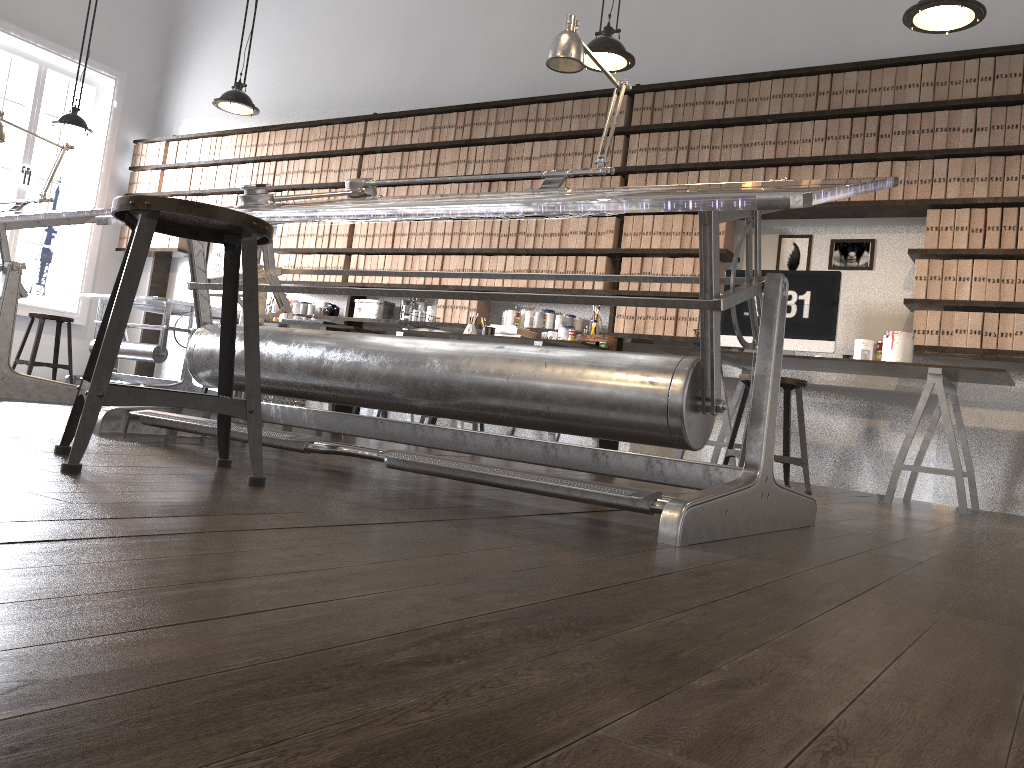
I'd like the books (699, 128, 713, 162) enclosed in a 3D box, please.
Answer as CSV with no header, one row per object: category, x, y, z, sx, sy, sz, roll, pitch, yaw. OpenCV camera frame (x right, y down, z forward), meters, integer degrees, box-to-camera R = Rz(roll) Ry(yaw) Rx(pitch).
books,1.249,-1.474,5.592,0.067,0.226,0.173,4,-5,33

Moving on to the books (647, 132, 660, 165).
books,0.955,-1.504,5.780,0.067,0.227,0.173,4,-5,33

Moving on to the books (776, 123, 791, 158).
books,1.654,-1.434,5.334,0.067,0.226,0.173,4,-5,33

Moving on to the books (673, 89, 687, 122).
books,1.114,-1.767,5.731,0.067,0.226,0.173,4,-5,33

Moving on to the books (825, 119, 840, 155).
books,1.890,-1.410,5.175,0.067,0.227,0.173,4,-5,33

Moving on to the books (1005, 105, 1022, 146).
books,2.657,-1.333,4.687,0.067,0.226,0.173,4,-5,33

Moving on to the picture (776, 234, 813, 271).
picture,1.713,-0.767,5.384,0.202,0.286,0.022,4,-5,32

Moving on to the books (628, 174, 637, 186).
books,0.822,-1.247,5.827,0.067,0.226,0.173,4,-5,33

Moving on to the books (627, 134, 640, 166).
books,0.836,-1.516,5.861,0.067,0.226,0.173,4,-5,33

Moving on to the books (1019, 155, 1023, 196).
books,2.691,-1.060,4.614,0.067,0.226,0.173,4,-5,33

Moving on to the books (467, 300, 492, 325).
books,-0.232,-0.527,6.377,0.067,0.226,0.173,4,-5,33

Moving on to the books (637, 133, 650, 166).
books,0.895,-1.510,5.819,0.067,0.226,0.173,4,-5,33

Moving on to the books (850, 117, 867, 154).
books,2.010,-1.398,5.105,0.067,0.226,0.173,4,-5,33

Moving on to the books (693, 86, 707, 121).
books,1.227,-1.755,5.651,0.067,0.227,0.173,4,-5,33

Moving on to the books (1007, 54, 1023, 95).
books,2.683,-1.610,4.712,0.067,0.226,0.173,4,-5,33

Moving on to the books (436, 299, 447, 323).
books,-0.470,-0.551,6.524,0.067,0.227,0.173,4,-5,33

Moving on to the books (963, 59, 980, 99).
books,2.508,-1.627,4.824,0.067,0.226,0.173,4,-5,33

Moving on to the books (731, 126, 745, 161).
books,1.423,-1.457,5.477,0.067,0.227,0.173,4,-5,33

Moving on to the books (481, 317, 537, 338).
books,-0.038,-0.341,5.839,0.295,0.148,0.383,5,-3,33

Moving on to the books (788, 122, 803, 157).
books,1.714,-1.428,5.297,0.067,0.226,0.173,4,-5,33

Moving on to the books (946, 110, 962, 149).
books,2.425,-1.357,4.834,0.067,0.226,0.173,4,-5,33

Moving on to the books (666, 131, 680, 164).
books,1.067,-1.492,5.716,0.067,0.226,0.173,4,-5,33

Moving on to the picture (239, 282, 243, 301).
picture,-2.390,-0.826,7.982,0.251,0.184,0.023,5,-5,33

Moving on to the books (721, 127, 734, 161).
books,1.370,-1.462,5.519,0.067,0.226,0.173,4,-5,33

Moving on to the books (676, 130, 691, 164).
books,1.126,-1.487,5.671,0.067,0.227,0.173,4,-5,33

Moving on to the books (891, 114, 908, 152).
books,2.192,-1.380,4.982,0.067,0.226,0.173,4,-5,33

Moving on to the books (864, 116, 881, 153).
books,2.069,-1.393,5.060,0.067,0.227,0.173,4,-5,33

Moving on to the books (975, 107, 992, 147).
books,2.536,-1.346,4.758,0.067,0.227,0.173,4,-5,33

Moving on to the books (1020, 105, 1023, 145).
books,2.712,-1.328,4.643,0.067,0.227,0.173,4,-5,33

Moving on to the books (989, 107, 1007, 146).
books,2.597,-1.340,4.723,0.067,0.226,0.173,4,-5,33

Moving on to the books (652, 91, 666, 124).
books,0.995,-1.778,5.808,0.067,0.226,0.173,4,-5,33

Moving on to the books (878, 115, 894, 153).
books,2.135,-1.386,5.024,0.067,0.226,0.173,4,-5,33

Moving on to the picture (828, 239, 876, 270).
picture,1.996,-0.760,5.203,0.251,0.184,0.023,5,-5,33

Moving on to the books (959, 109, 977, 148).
books,2.477,-1.352,4.799,0.067,0.226,0.173,4,-5,33

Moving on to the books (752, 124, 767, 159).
books,1.534,-1.446,5.410,0.067,0.226,0.173,4,-5,33

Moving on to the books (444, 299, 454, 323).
books,-0.411,-0.544,6.492,0.067,0.226,0.173,4,-5,33

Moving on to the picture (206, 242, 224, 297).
picture,-2.707,-1.096,8.216,0.416,0.577,0.039,4,-6,33

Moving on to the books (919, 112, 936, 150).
books,2.313,-1.368,4.908,0.067,0.226,0.173,4,-5,33

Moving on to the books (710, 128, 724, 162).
books,1.311,-1.468,5.557,0.067,0.226,0.173,4,-5,33

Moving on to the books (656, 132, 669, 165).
books,1.011,-1.498,5.749,0.067,0.226,0.173,4,-5,33

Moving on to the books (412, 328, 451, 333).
books,-0.471,-0.336,5.902,0.355,0.029,0.255,6,-2,33

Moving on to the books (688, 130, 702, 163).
books,1.192,-1.480,5.635,0.067,0.226,0.173,4,-5,33

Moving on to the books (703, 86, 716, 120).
books,1.285,-1.750,5.618,0.067,0.226,0.173,4,-5,33

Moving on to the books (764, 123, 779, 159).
books,1.593,-1.440,5.369,0.067,0.227,0.173,4,-5,33

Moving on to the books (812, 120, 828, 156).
books,1.829,-1.417,5.214,0.067,0.226,0.173,4,-5,33

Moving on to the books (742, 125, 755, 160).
books,1.482,-1.451,5.445,0.067,0.226,0.173,4,-5,33

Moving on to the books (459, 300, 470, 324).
books,-0.294,-0.533,6.412,0.067,0.226,0.173,4,-5,33

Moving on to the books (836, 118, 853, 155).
books,1.945,-1.405,5.144,0.067,0.226,0.173,4,-5,33

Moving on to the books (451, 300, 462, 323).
books,-0.351,-0.538,6.453,0.067,0.226,0.173,4,-5,33

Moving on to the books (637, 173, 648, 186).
books,0.873,-1.242,5.789,0.067,0.227,0.173,4,-5,33

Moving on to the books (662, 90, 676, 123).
books,1.052,-1.773,5.766,0.067,0.226,0.173,4,-5,33

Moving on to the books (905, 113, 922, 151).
books,2.254,-1.374,4.947,0.067,0.226,0.173,4,-5,33

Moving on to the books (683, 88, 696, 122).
books,1.173,-1.761,5.692,0.067,0.226,0.173,4,-5,33

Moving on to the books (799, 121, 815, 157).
books,1.770,-1.422,5.256,0.067,0.226,0.173,4,-5,33

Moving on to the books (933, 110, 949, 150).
books,2.366,-1.363,4.867,0.067,0.227,0.173,4,-5,33

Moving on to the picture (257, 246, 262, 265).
picture,-2.345,-1.116,8.003,0.202,0.286,0.022,4,-5,32
